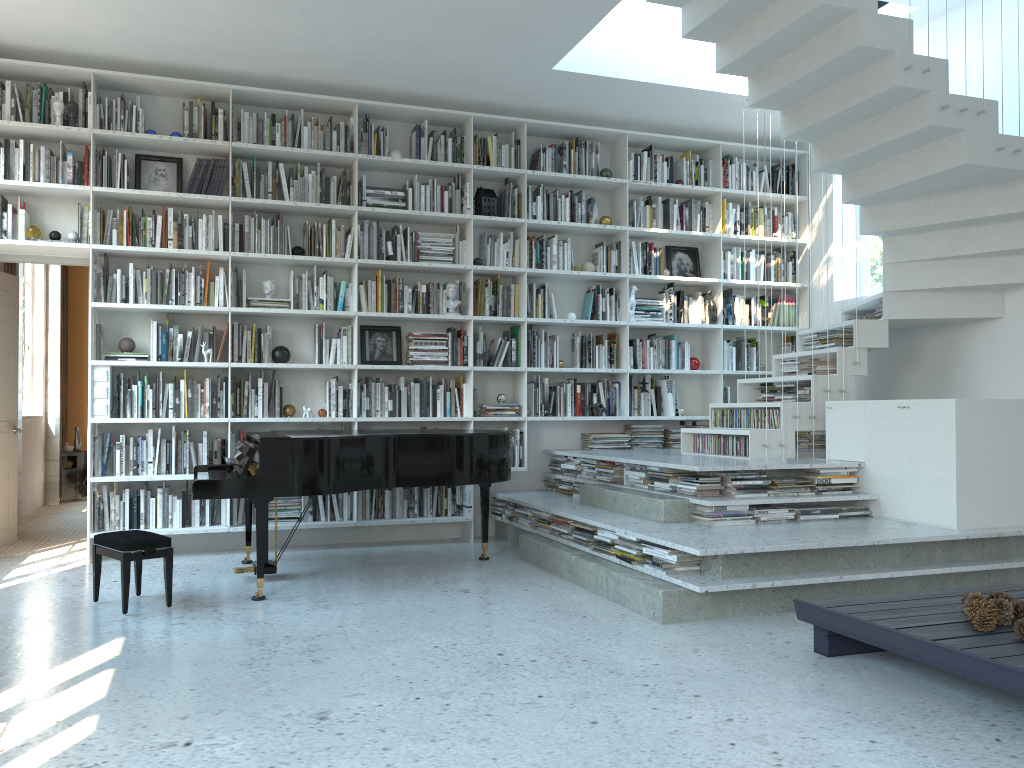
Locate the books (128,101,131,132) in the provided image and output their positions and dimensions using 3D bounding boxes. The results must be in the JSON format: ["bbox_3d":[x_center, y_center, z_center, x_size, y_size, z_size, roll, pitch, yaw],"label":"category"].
[{"bbox_3d":[-2.535,-1.735,5.889,0.013,0.252,0.129,0,-1,-19],"label":"books"}]

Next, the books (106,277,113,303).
[{"bbox_3d":[-2.632,-0.600,5.814,0.037,0.182,0.189,0,-1,-19],"label":"books"}]

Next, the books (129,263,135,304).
[{"bbox_3d":[-2.516,-0.648,5.871,0.023,0.281,0.174,0,-1,-19],"label":"books"}]

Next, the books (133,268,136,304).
[{"bbox_3d":[-2.497,-0.630,5.868,0.011,0.246,0.176,0,-1,-19],"label":"books"}]

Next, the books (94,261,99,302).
[{"bbox_3d":[-2.720,-0.651,5.808,0.012,0.285,0.159,0,-1,-19],"label":"books"}]

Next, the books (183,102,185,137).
[{"bbox_3d":[-2.223,-1.745,6.007,0.013,0.278,0.151,0,-1,-19],"label":"books"}]

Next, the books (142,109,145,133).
[{"bbox_3d":[-2.461,-1.713,5.923,0.013,0.210,0.136,0,-1,-19],"label":"books"}]

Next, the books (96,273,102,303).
[{"bbox_3d":[-2.699,-0.613,5.805,0.026,0.209,0.155,0,-1,-19],"label":"books"}]

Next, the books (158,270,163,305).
[{"bbox_3d":[-2.350,-0.627,5.924,0.023,0.242,0.184,0,-1,-19],"label":"books"}]

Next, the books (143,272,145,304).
[{"bbox_3d":[-2.440,-0.621,5.893,0.014,0.230,0.148,0,-1,-19],"label":"books"}]

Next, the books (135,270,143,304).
[{"bbox_3d":[-2.476,-0.628,5.901,0.049,0.243,0.139,0,-1,-19],"label":"books"}]

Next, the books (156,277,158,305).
[{"bbox_3d":[-2.371,-0.607,5.936,0.010,0.204,0.139,0,-1,-19],"label":"books"}]

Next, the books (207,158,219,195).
[{"bbox_3d":[-2.048,-1.380,6.063,0.078,0.285,0.174,0,-1,-19],"label":"books"}]

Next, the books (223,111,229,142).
[{"bbox_3d":[-1.967,-1.729,6.098,0.039,0.252,0.146,0,-1,-19],"label":"books"}]

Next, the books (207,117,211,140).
[{"bbox_3d":[-2.067,-1.700,6.046,0.027,0.190,0.177,0,-1,-19],"label":"books"}]

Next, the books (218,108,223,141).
[{"bbox_3d":[-1.996,-1.731,6.072,0.031,0.254,0.178,0,-1,-19],"label":"books"}]

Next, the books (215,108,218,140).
[{"bbox_3d":[-2.025,-1.734,6.076,0.022,0.260,0.152,0,-1,-19],"label":"books"}]

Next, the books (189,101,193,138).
[{"bbox_3d":[-2.173,-1.746,6.006,0.024,0.279,0.188,0,-1,-19],"label":"books"}]

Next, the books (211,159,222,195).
[{"bbox_3d":[-2.028,-1.380,6.074,0.078,0.285,0.174,0,-1,-19],"label":"books"}]

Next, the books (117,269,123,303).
[{"bbox_3d":[-2.580,-0.626,5.835,0.022,0.235,0.177,0,-1,-19],"label":"books"}]

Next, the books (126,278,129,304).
[{"bbox_3d":[-2.544,-0.600,5.884,0.021,0.187,0.129,0,-1,-19],"label":"books"}]

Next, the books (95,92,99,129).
[{"bbox_3d":[-2.727,-1.753,5.826,0.007,0.285,0.159,0,-1,-19],"label":"books"}]

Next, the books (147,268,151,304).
[{"bbox_3d":[-2.410,-0.630,5.893,0.021,0.247,0.189,0,-1,-19],"label":"books"}]

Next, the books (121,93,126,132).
[{"bbox_3d":[-2.565,-1.750,5.853,0.015,0.279,0.190,0,-1,-19],"label":"books"}]

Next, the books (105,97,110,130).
[{"bbox_3d":[-2.662,-1.735,5.838,0.012,0.249,0.180,0,-1,-19],"label":"books"}]

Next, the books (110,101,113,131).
[{"bbox_3d":[-2.632,-1.723,5.845,0.013,0.225,0.177,0,-1,-19],"label":"books"}]

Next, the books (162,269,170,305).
[{"bbox_3d":[-2.322,-0.633,5.953,0.048,0.256,0.141,0,-1,-19],"label":"books"}]

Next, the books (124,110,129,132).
[{"bbox_3d":[-2.552,-1.701,5.876,0.026,0.182,0.161,0,-1,-19],"label":"books"}]

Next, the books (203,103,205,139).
[{"bbox_3d":[-2.095,-1.742,6.032,0.011,0.274,0.183,0,-1,-19],"label":"books"}]

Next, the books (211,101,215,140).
[{"bbox_3d":[-2.039,-1.753,6.046,0.025,0.297,0.163,0,-1,-19],"label":"books"}]

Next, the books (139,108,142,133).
[{"bbox_3d":[-2.470,-1.709,5.910,0.014,0.202,0.170,0,-1,-19],"label":"books"}]

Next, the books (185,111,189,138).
[{"bbox_3d":[-2.199,-1.715,6.001,0.028,0.218,0.153,0,-1,-19],"label":"books"}]

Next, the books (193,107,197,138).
[{"bbox_3d":[-2.148,-1.730,6.013,0.028,0.249,0.155,0,-1,-19],"label":"books"}]

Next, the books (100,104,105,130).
[{"bbox_3d":[-2.685,-1.715,5.837,0.032,0.210,0.158,0,-1,-19],"label":"books"}]

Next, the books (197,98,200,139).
[{"bbox_3d":[-2.137,-1.765,6.046,0.014,0.320,0.136,0,-1,-19],"label":"books"}]

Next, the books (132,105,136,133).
[{"bbox_3d":[-2.502,-1.716,5.883,0.021,0.213,0.173,0,-1,-19],"label":"books"}]

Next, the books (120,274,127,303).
[{"bbox_3d":[-2.553,-0.610,5.834,0.028,0.203,0.188,0,-1,-19],"label":"books"}]

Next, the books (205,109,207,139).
[{"bbox_3d":[-2.094,-1.732,6.064,0.013,0.254,0.129,0,-1,-19],"label":"books"}]

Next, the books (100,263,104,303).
[{"bbox_3d":[-2.672,-0.642,5.797,0.027,0.266,0.176,0,-1,-19],"label":"books"}]

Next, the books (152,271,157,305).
[{"bbox_3d":[-2.378,-0.625,5.905,0.024,0.237,0.167,0,-1,-19],"label":"books"}]

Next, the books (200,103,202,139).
[{"bbox_3d":[-2.119,-1.747,6.036,0.013,0.283,0.166,0,-1,-19],"label":"books"}]

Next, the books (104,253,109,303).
[{"bbox_3d":[-2.653,-0.676,5.802,0.012,0.333,0.184,0,-1,-19],"label":"books"}]

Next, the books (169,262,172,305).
[{"bbox_3d":[-2.288,-0.655,5.947,0.013,0.299,0.151,0,-1,-19],"label":"books"}]

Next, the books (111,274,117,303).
[{"bbox_3d":[-2.615,-0.612,5.840,0.042,0.208,0.143,0,-1,-19],"label":"books"}]

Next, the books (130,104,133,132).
[{"bbox_3d":[-2.520,-1.719,5.884,0.013,0.219,0.181,0,-1,-19],"label":"books"}]

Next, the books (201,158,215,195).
[{"bbox_3d":[-2.073,-1.378,6.033,0.097,0.282,0.174,0,-1,-19],"label":"books"}]

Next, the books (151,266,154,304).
[{"bbox_3d":[-2.400,-0.641,5.915,0.011,0.271,0.157,0,-1,-19],"label":"books"}]

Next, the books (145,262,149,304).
[{"bbox_3d":[-2.428,-0.653,5.896,0.011,0.293,0.183,0,-1,-19],"label":"books"}]

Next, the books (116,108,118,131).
[{"bbox_3d":[-2.610,-1.706,5.868,0.014,0.192,0.146,0,-1,-19],"label":"books"}]

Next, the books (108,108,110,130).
[{"bbox_3d":[-2.652,-1.707,5.856,0.017,0.194,0.129,0,-1,-19],"label":"books"}]

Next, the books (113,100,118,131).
[{"bbox_3d":[-2.620,-1.731,5.855,0.016,0.243,0.156,0,-1,-19],"label":"books"}]

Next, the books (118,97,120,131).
[{"bbox_3d":[-2.592,-1.740,5.861,0.016,0.261,0.154,0,-1,-19],"label":"books"}]

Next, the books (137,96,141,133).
[{"bbox_3d":[-2.489,-1.755,5.922,0.015,0.293,0.131,0,-1,-19],"label":"books"}]

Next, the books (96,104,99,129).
[{"bbox_3d":[-2.713,-1.713,5.822,0.017,0.204,0.142,0,-1,-19],"label":"books"}]

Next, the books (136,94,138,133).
[{"bbox_3d":[-2.496,-1.759,5.907,0.007,0.301,0.145,0,-1,-19],"label":"books"}]

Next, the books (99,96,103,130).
[{"bbox_3d":[-2.704,-1.740,5.832,0.007,0.258,0.156,0,-1,-19],"label":"books"}]

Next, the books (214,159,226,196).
[{"bbox_3d":[-2.006,-1.380,6.078,0.078,0.285,0.174,0,-1,-19],"label":"books"}]

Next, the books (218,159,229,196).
[{"bbox_3d":[-1.979,-1.380,6.072,0.078,0.285,0.174,0,-1,-19],"label":"books"}]
